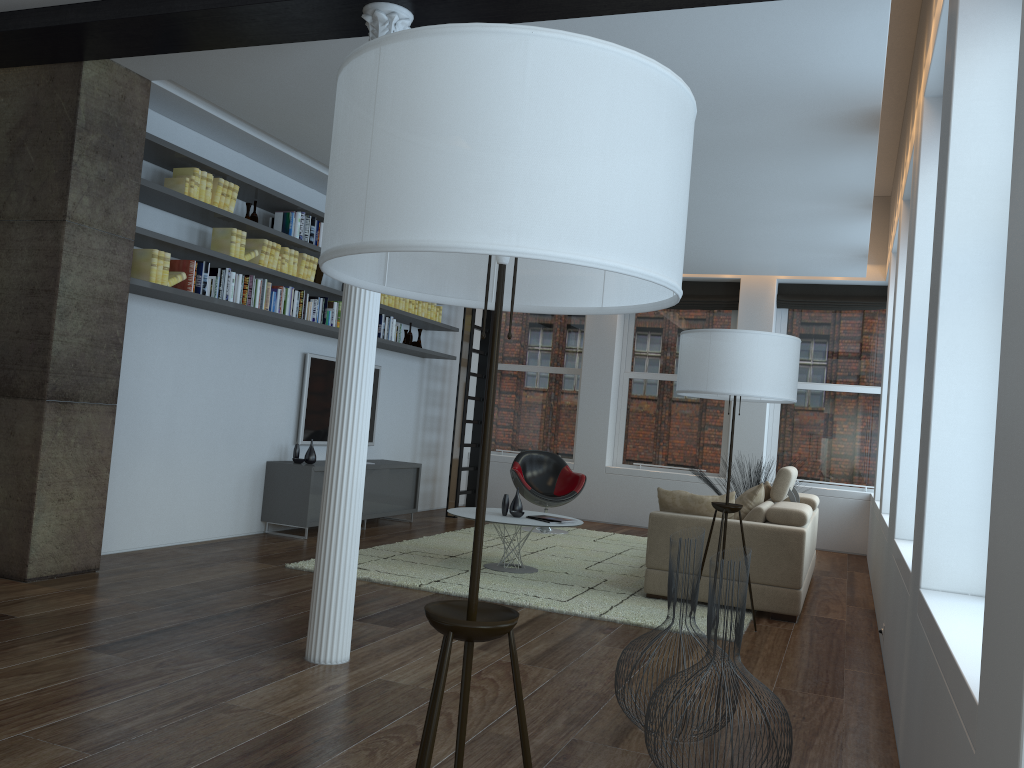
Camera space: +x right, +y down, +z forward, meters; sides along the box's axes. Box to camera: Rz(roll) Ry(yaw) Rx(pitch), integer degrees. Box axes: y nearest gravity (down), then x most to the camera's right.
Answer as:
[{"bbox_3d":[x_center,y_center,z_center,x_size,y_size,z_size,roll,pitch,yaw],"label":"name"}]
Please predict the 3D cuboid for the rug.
[{"bbox_3d":[0.612,1.477,7.400,2.972,0.020,4.231,4,-3,21],"label":"rug"}]

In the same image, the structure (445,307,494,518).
[{"bbox_3d":[-0.445,-0.020,10.152,0.120,3.059,0.600,4,-3,21],"label":"structure"}]

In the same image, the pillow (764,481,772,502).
[{"bbox_3d":[1.965,1.003,7.298,0.368,0.416,0.519,4,-3,17],"label":"pillow"}]

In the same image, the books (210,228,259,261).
[{"bbox_3d":[-2.025,-1.000,6.537,0.189,0.224,0.345,4,-3,21],"label":"books"}]

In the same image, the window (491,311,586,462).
[{"bbox_3d":[0.314,-0.169,11.453,1.420,2.400,0.123,4,-3,21],"label":"window"}]

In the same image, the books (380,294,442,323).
[{"bbox_3d":[-1.129,-0.826,8.943,0.242,0.237,1.489,4,-3,21],"label":"books"}]

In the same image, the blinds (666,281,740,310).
[{"bbox_3d":[2.063,-1.082,10.755,1.422,0.363,0.156,4,-3,21],"label":"blinds"}]

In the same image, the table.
[{"bbox_3d":[0.008,1.184,6.629,1.022,0.393,1.022,6,-3,-25],"label":"table"}]

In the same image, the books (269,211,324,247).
[{"bbox_3d":[-1.299,-1.167,8.344,0.242,0.237,2.981,4,-3,21],"label":"books"}]

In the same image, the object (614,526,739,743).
[{"bbox_3d":[0.635,0.918,3.342,0.458,0.781,0.458,4,-3,20],"label":"object"}]

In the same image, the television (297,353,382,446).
[{"bbox_3d":[-1.621,0.173,8.389,0.074,0.812,1.307,4,-3,21],"label":"television"}]

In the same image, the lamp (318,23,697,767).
[{"bbox_3d":[-0.065,0.306,1.710,0.698,1.728,0.698,2,-4,45],"label":"lamp"}]

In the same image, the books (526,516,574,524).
[{"bbox_3d":[0.276,1.000,6.525,0.220,0.010,0.300,7,-3,-34],"label":"books"}]

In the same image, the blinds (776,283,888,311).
[{"bbox_3d":[3.770,-0.989,10.097,1.442,0.312,0.155,4,-3,21],"label":"blinds"}]

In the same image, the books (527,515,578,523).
[{"bbox_3d":[0.298,0.993,6.540,0.300,0.010,0.220,3,-3,36],"label":"books"}]

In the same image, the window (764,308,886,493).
[{"bbox_3d":[3.724,0.069,10.126,1.474,2.400,0.123,4,-3,21],"label":"window"}]

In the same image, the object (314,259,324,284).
[{"bbox_3d":[-1.653,-0.928,7.449,0.124,0.219,0.124,4,-3,19],"label":"object"}]

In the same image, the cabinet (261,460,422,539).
[{"bbox_3d":[-1.517,1.034,8.265,0.450,0.603,2.000,4,-3,21],"label":"cabinet"}]

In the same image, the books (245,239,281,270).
[{"bbox_3d":[-1.925,-0.982,6.800,0.189,0.228,0.249,4,-3,21],"label":"books"}]

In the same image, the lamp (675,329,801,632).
[{"bbox_3d":[1.281,0.578,5.241,0.698,1.728,0.698,2,-4,45],"label":"lamp"}]

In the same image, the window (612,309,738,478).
[{"bbox_3d":[2.008,-0.051,10.798,1.420,2.400,0.123,4,-3,21],"label":"window"}]

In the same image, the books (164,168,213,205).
[{"bbox_3d":[-2.174,-1.331,5.985,0.209,0.220,0.278,4,-3,20],"label":"books"}]

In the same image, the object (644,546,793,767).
[{"bbox_3d":[0.671,0.898,2.830,0.458,0.781,0.458,4,-3,20],"label":"object"}]

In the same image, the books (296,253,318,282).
[{"bbox_3d":[-1.742,-0.945,7.280,0.189,0.228,0.249,4,-3,21],"label":"books"}]

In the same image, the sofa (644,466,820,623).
[{"bbox_3d":[1.824,1.095,6.947,1.018,0.950,2.581,4,-3,21],"label":"sofa"}]

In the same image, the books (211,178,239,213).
[{"bbox_3d":[-2.076,-1.312,6.237,0.189,0.228,0.249,4,-3,21],"label":"books"}]

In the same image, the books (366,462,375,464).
[{"bbox_3d":[-1.468,0.732,8.311,0.300,0.010,0.220,3,-3,36],"label":"books"}]

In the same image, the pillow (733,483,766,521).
[{"bbox_3d":[1.756,0.948,6.711,0.301,0.439,0.534,4,-3,18],"label":"pillow"}]

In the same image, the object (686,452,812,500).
[{"bbox_3d":[2.275,1.162,8.714,1.119,1.014,1.125,5,-3,8],"label":"object"}]

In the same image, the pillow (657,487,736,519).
[{"bbox_3d":[1.262,0.900,6.087,0.518,0.393,0.395,4,-3,18],"label":"pillow"}]

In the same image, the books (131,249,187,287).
[{"bbox_3d":[-2.302,-0.739,5.816,0.189,0.224,0.345,4,-3,21],"label":"books"}]

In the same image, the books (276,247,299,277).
[{"bbox_3d":[-1.840,-0.963,7.029,0.209,0.220,0.278,4,-3,20],"label":"books"}]

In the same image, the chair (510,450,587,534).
[{"bbox_3d":[0.365,1.121,9.283,0.810,0.818,0.669,5,-3,1],"label":"chair"}]

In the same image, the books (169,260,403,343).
[{"bbox_3d":[-1.715,-0.630,7.365,0.242,0.237,2.981,4,-3,21],"label":"books"}]

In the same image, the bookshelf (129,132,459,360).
[{"bbox_3d":[-1.618,-0.920,7.721,0.400,0.942,4.804,4,-3,21],"label":"bookshelf"}]
